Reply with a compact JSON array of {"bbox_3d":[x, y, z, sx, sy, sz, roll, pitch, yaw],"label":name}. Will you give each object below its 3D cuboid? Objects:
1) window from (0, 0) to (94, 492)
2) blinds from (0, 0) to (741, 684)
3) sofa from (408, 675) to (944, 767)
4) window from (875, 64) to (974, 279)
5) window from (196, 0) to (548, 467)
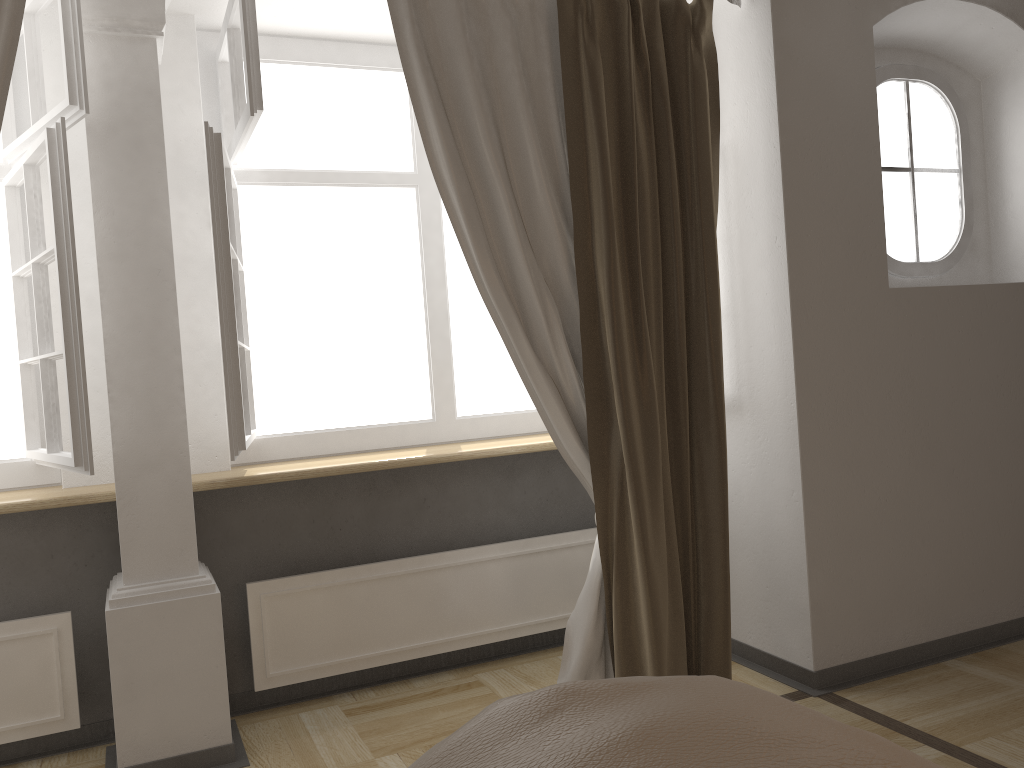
[{"bbox_3d":[-2.026,-0.372,2.275,1.759,1.500,0.784,-5,1,-24],"label":"window"},{"bbox_3d":[-1.843,0.026,1.711,5.765,2.294,0.285,-5,1,-23],"label":"blinds"},{"bbox_3d":[-0.108,0.645,0.023,1.052,0.900,1.318,-5,1,-23],"label":"sofa"},{"bbox_3d":[1.472,-0.783,3.284,0.600,0.784,0.050,-5,1,-23],"label":"window"},{"bbox_3d":[-0.202,-0.521,3.055,1.653,1.500,0.782,-5,1,-23],"label":"window"}]
